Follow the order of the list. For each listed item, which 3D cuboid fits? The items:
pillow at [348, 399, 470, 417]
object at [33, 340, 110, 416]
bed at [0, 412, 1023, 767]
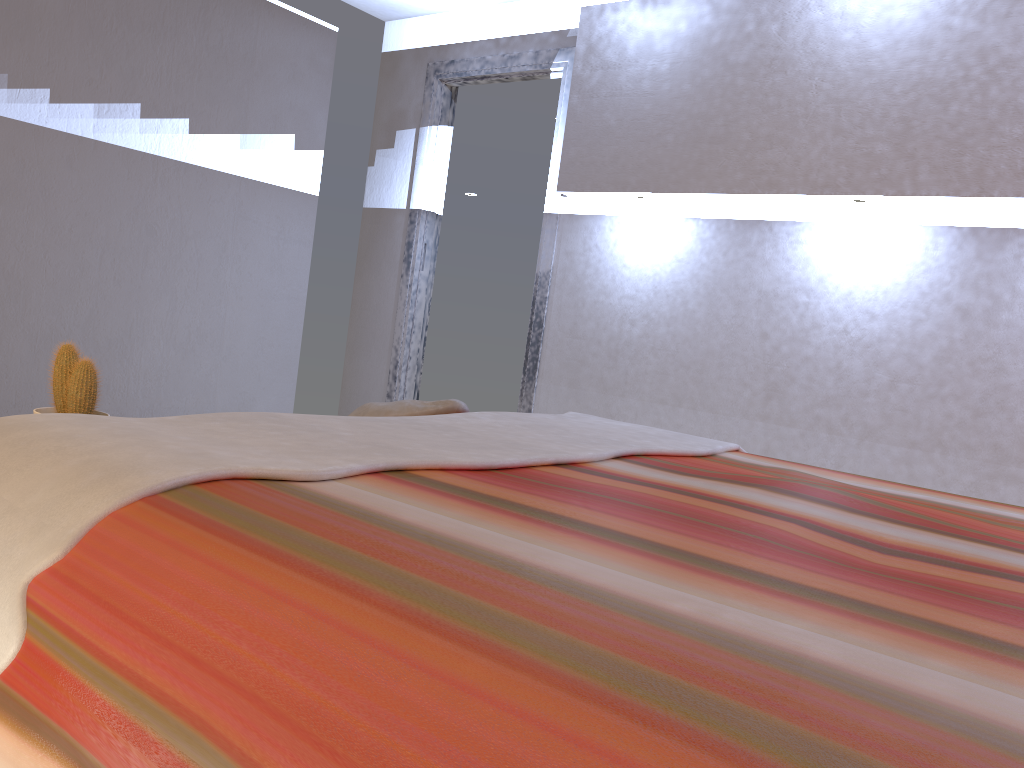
[{"bbox_3d":[-0.279,0.127,2.429,0.470,0.241,0.498,8,4,3],"label":"pillow"},{"bbox_3d":[-0.915,0.052,1.848,0.144,0.294,0.144,6,4,-27],"label":"object"},{"bbox_3d":[0.758,0.264,1.205,3.009,0.994,2.087,10,5,38],"label":"bed"}]
